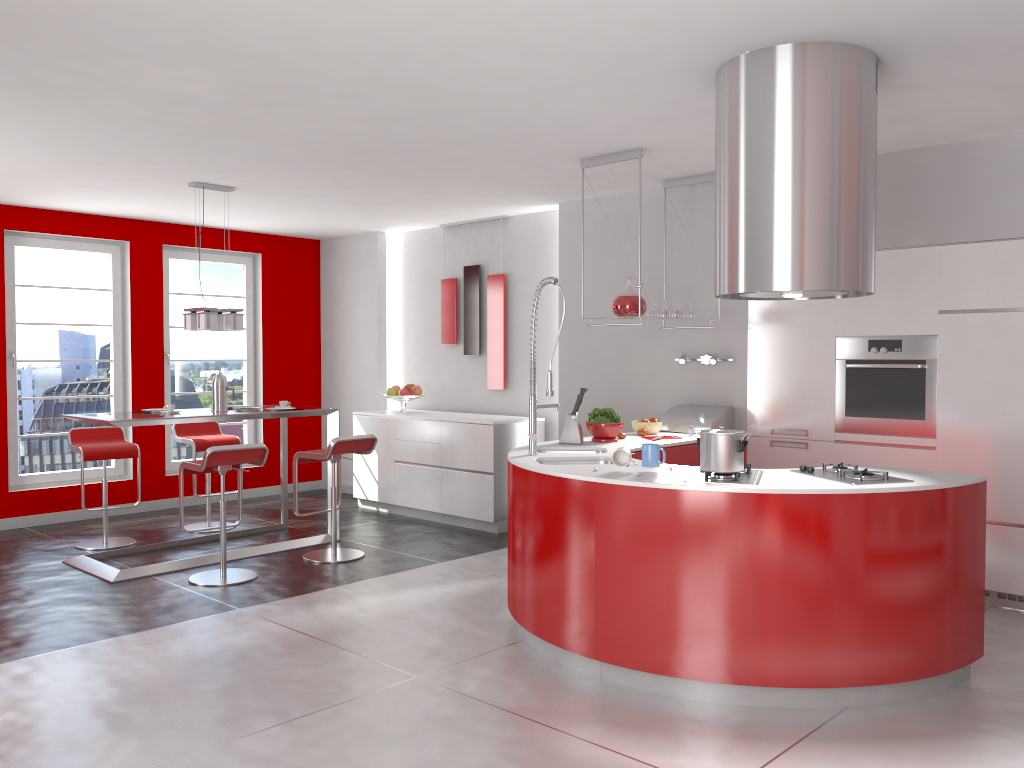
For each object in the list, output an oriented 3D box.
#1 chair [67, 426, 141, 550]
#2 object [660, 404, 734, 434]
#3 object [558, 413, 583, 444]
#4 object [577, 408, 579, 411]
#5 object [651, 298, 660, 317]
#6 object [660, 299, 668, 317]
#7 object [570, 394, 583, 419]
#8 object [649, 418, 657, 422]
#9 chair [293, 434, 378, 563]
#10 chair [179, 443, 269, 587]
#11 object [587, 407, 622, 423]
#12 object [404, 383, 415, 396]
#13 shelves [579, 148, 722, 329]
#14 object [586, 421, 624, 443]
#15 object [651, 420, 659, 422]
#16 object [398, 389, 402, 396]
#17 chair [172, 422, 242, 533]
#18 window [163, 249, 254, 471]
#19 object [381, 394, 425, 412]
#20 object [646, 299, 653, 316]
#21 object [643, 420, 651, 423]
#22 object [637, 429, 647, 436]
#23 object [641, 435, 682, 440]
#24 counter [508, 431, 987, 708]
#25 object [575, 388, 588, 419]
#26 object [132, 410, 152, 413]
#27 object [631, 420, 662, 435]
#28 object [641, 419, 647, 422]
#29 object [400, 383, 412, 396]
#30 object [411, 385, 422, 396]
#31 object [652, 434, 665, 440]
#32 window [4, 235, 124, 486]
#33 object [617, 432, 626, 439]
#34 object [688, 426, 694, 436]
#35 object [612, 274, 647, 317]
[{"bbox_3d":[-3.028,0.758,6.582,0.418,0.857,0.460,-2,2,-39],"label":"chair"},{"bbox_3d":[1.247,0.235,6.007,0.400,0.170,0.300,2,3,43],"label":"object"},{"bbox_3d":[0.346,0.259,5.220,0.137,0.178,0.091,1,2,16],"label":"object"},{"bbox_3d":[0.371,0.196,5.238,0.091,0.197,0.009,0,2,14],"label":"object"},{"bbox_3d":[0.928,-0.486,5.747,0.060,0.141,0.060,2,3,43],"label":"object"},{"bbox_3d":[0.996,-0.489,5.821,0.060,0.141,0.060,2,3,43],"label":"object"},{"bbox_3d":[0.356,0.200,5.186,0.130,0.279,0.012,0,2,14],"label":"object"},{"bbox_3d":[0.938,0.253,5.903,0.066,0.058,0.055,1,2,29],"label":"object"},{"bbox_3d":[-1.222,0.772,6.151,0.460,0.857,0.418,1,2,39],"label":"chair"},{"bbox_3d":[-1.800,0.792,5.546,0.418,0.857,0.460,-2,2,-42],"label":"chair"},{"bbox_3d":[0.552,0.235,5.343,0.198,0.182,0.193,-2,2,-41],"label":"object"},{"bbox_3d":[-0.949,0.050,8.198,0.117,0.129,0.150,0,2,1],"label":"object"},{"bbox_3d":[0.902,-0.873,5.643,0.462,1.023,0.934,2,3,43],"label":"shelves"},{"bbox_3d":[0.559,0.288,5.353,0.228,0.118,0.229,0,2,14],"label":"object"},{"bbox_3d":[0.938,0.260,5.842,0.062,0.049,0.066,2,2,40],"label":"object"},{"bbox_3d":[-1.000,0.087,8.128,0.086,0.079,0.084,-1,2,-19],"label":"object"},{"bbox_3d":[-2.475,0.738,7.197,0.418,0.857,0.460,-2,3,-44],"label":"chair"},{"bbox_3d":[-2.896,-0.226,8.485,0.117,2.038,0.938,2,3,43],"label":"window"},{"bbox_3d":[-0.993,0.178,8.103,0.398,0.159,0.398,0,2,3],"label":"object"},{"bbox_3d":[0.919,-0.490,5.859,0.060,0.141,0.060,1,2,20],"label":"object"},{"bbox_3d":[0.880,0.261,5.808,0.066,0.049,0.062,-1,2,-39],"label":"object"},{"bbox_3d":[0.838,0.313,5.716,0.063,0.047,0.065,2,3,43],"label":"object"},{"bbox_3d":[0.940,0.337,5.569,0.266,0.006,0.168,-1,2,-20],"label":"object"},{"bbox_3d":[0.866,0.804,4.833,1.868,0.880,2.865,0,2,-13],"label":"counter"},{"bbox_3d":[0.372,0.183,5.209,0.150,0.322,0.014,0,2,14],"label":"object"},{"bbox_3d":[-2.611,0.194,6.194,0.234,0.012,0.095,2,3,42],"label":"object"},{"bbox_3d":[0.890,0.290,5.855,0.201,0.086,0.201,2,3,44],"label":"object"},{"bbox_3d":[0.885,0.258,5.873,0.062,0.052,0.065,1,2,28],"label":"object"},{"bbox_3d":[-0.962,0.058,8.013,0.117,0.133,0.097,1,2,33],"label":"object"},{"bbox_3d":[-0.865,0.061,8.102,0.097,0.101,0.121,1,2,22],"label":"object"},{"bbox_3d":[0.916,0.332,5.517,0.041,0.008,0.375,1,2,20],"label":"object"},{"bbox_3d":[-3.788,-0.195,7.539,0.117,2.038,0.938,2,3,43],"label":"window"},{"bbox_3d":[0.678,0.317,5.516,0.063,0.048,0.064,1,2,21],"label":"object"},{"bbox_3d":[1.147,0.303,5.687,0.043,0.066,0.042,-1,2,-34],"label":"object"},{"bbox_3d":[0.717,-0.538,5.430,0.213,0.266,0.213,-1,2,-19],"label":"object"}]
